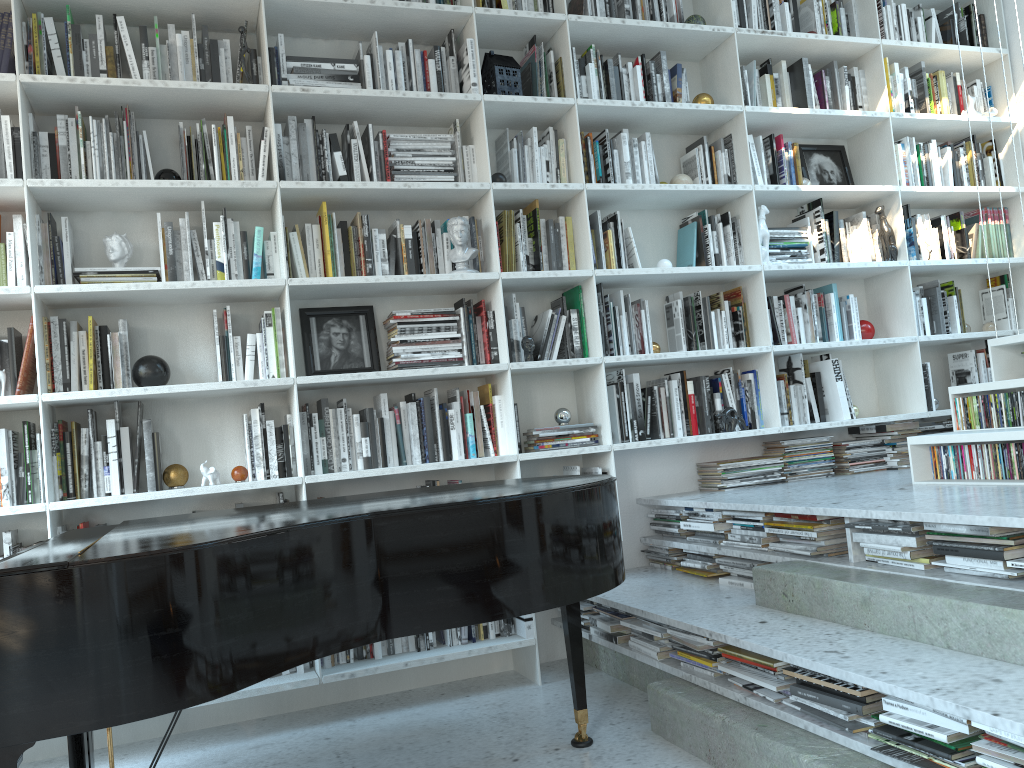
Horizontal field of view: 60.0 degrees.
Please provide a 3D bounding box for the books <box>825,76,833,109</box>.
[{"bbox_3d":[1.532,-1.396,4.429,0.031,0.217,0.165,-5,-4,-20],"label":"books"}]

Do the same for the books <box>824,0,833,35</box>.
[{"bbox_3d":[1.552,-1.781,4.476,0.031,0.248,0.164,-5,-4,-20],"label":"books"}]

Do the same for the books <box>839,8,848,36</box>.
[{"bbox_3d":[1.633,-1.767,4.503,0.029,0.210,0.169,-5,-4,-20],"label":"books"}]

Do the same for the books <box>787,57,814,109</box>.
[{"bbox_3d":[1.367,-1.411,4.330,0.032,0.265,0.245,-5,-4,-20],"label":"books"}]

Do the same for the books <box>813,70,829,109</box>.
[{"bbox_3d":[1.500,-1.406,4.411,0.014,0.239,0.189,-5,-4,-20],"label":"books"}]

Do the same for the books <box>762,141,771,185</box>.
[{"bbox_3d":[1.196,-1.028,4.309,0.043,0.268,0.131,-5,-4,-20],"label":"books"}]

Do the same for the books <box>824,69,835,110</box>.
[{"bbox_3d":[1.552,-1.420,4.448,0.023,0.263,0.156,-5,-4,-20],"label":"books"}]

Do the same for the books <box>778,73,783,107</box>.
[{"bbox_3d":[1.273,-1.385,4.362,0.024,0.236,0.146,-5,-4,-20],"label":"books"}]

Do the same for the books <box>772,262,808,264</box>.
[{"bbox_3d":[1.274,-0.562,4.274,0.254,0.012,0.161,-4,-4,-24],"label":"books"}]

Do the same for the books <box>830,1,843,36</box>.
[{"bbox_3d":[1.594,-1.777,4.484,0.018,0.235,0.186,-5,-4,-20],"label":"books"}]

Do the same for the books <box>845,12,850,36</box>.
[{"bbox_3d":[1.677,-1.769,4.544,0.031,0.211,0.131,-5,-4,-20],"label":"books"}]

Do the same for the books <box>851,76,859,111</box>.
[{"bbox_3d":[1.691,-1.416,4.502,0.022,0.234,0.158,-5,-4,-20],"label":"books"}]

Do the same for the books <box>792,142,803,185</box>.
[{"bbox_3d":[1.346,-1.029,4.329,0.026,0.243,0.178,-5,-4,-20],"label":"books"}]

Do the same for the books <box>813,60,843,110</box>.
[{"bbox_3d":[1.576,-1.439,4.443,0.022,0.294,0.181,-5,-4,-20],"label":"books"}]

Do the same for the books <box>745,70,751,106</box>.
[{"bbox_3d":[1.101,-1.373,4.286,0.013,0.236,0.142,-5,-4,-20],"label":"books"}]

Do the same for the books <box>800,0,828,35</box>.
[{"bbox_3d":[1.525,-1.815,4.471,0.007,0.320,0.166,-5,-4,-20],"label":"books"}]

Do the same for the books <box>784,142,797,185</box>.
[{"bbox_3d":[1.320,-1.031,4.330,0.021,0.253,0.167,-5,-4,-20],"label":"books"}]

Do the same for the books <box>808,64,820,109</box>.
[{"bbox_3d":[1.460,-1.423,4.424,0.048,0.283,0.162,-5,-4,-20],"label":"books"}]

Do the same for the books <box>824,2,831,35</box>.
[{"bbox_3d":[1.539,-1.769,4.463,0.007,0.225,0.170,-5,-4,-20],"label":"books"}]

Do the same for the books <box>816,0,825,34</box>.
[{"bbox_3d":[1.502,-1.778,4.459,0.016,0.251,0.189,-5,-4,-20],"label":"books"}]

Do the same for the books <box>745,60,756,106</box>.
[{"bbox_3d":[1.129,-1.398,4.298,0.051,0.282,0.167,-5,-4,-20],"label":"books"}]

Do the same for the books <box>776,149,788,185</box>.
[{"bbox_3d":[1.267,-1.005,4.293,0.013,0.207,0.190,-5,-4,-20],"label":"books"}]

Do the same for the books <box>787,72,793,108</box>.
[{"bbox_3d":[1.324,-1.390,4.368,0.025,0.238,0.143,-5,-4,-20],"label":"books"}]

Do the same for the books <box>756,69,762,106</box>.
[{"bbox_3d":[1.164,-1.384,4.319,0.026,0.250,0.130,-5,-4,-20],"label":"books"}]

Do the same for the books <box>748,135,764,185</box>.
[{"bbox_3d":[1.135,-1.035,4.271,0.065,0.288,0.146,-5,-4,-20],"label":"books"}]

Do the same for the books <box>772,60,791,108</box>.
[{"bbox_3d":[1.301,-1.414,4.352,0.026,0.288,0.156,-5,-4,-20],"label":"books"}]

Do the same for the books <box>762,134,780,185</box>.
[{"bbox_3d":[1.229,-1.041,4.297,0.012,0.287,0.176,-5,-4,-20],"label":"books"}]

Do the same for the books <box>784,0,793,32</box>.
[{"bbox_3d":[1.340,-1.766,4.417,0.012,0.254,0.161,-5,-4,-20],"label":"books"}]

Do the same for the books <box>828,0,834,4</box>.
[{"bbox_3d":[1.602,-1.809,4.511,0.020,0.299,0.131,-5,-3,-20],"label":"books"}]

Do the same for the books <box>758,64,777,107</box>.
[{"bbox_3d":[1.218,-1.395,4.319,0.026,0.261,0.167,-5,-4,-20],"label":"books"}]

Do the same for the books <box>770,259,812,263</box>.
[{"bbox_3d":[1.274,-0.575,4.272,0.285,0.012,0.159,-5,-4,-15],"label":"books"}]

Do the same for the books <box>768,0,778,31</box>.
[{"bbox_3d":[1.243,-1.764,4.362,0.014,0.262,0.168,-5,-4,-20],"label":"books"}]

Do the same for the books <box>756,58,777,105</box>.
[{"bbox_3d":[1.231,-1.413,4.334,0.011,0.296,0.162,-5,-4,-20],"label":"books"}]

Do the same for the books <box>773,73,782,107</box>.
[{"bbox_3d":[1.253,-1.378,4.339,0.030,0.224,0.158,-5,-4,-20],"label":"books"}]

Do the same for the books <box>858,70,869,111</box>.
[{"bbox_3d":[1.741,-1.435,4.515,0.031,0.265,0.169,-5,-4,-20],"label":"books"}]

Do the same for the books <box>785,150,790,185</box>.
[{"bbox_3d":[1.296,-1.009,4.320,0.033,0.213,0.153,-5,-4,-20],"label":"books"}]

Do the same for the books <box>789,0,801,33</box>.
[{"bbox_3d":[1.364,-1.771,4.412,0.030,0.257,0.165,-5,-4,-20],"label":"books"}]

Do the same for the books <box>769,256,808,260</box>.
[{"bbox_3d":[1.272,-0.587,4.276,0.254,0.012,0.161,-5,-4,-16],"label":"books"}]

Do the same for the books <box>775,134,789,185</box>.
[{"bbox_3d":[1.272,-1.044,4.311,0.014,0.284,0.175,-5,-4,-20],"label":"books"}]

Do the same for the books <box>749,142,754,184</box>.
[{"bbox_3d":[1.103,-1.012,4.251,0.011,0.247,0.156,-5,-4,-20],"label":"books"}]

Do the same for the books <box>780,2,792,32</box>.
[{"bbox_3d":[1.306,-1.739,4.377,0.023,0.202,0.190,-5,-4,-20],"label":"books"}]

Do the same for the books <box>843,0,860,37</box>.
[{"bbox_3d":[1.708,-1.799,4.534,0.026,0.263,0.163,-5,-4,-20],"label":"books"}]

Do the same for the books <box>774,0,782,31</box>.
[{"bbox_3d":[1.261,-1.753,4.368,0.022,0.236,0.172,-5,-4,-20],"label":"books"}]

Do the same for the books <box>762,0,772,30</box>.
[{"bbox_3d":[1.200,-1.796,4.345,0.014,0.332,0.180,-5,-4,-20],"label":"books"}]

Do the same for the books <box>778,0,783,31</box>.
[{"bbox_3d":[1.278,-1.762,4.384,0.021,0.254,0.151,-5,-4,-20],"label":"books"}]

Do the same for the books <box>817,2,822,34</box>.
[{"bbox_3d":[1.487,-1.762,4.447,0.008,0.220,0.182,-5,-4,-20],"label":"books"}]

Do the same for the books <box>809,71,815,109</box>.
[{"bbox_3d":[1.420,-1.395,4.378,0.030,0.230,0.187,-5,-4,-20],"label":"books"}]

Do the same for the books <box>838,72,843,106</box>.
[{"bbox_3d":[1.603,-1.417,4.462,0.011,0.249,0.152,-5,-4,-20],"label":"books"}]

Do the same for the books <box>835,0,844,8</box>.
[{"bbox_3d":[1.649,-1.802,4.531,0.025,0.279,0.136,-5,-4,-20],"label":"books"}]

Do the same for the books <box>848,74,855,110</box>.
[{"bbox_3d":[1.657,-1.417,4.480,0.030,0.241,0.162,-5,-4,-20],"label":"books"}]

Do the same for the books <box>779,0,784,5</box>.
[{"bbox_3d":[1.310,-1.776,4.410,0.012,0.279,0.153,-5,-4,-20],"label":"books"}]

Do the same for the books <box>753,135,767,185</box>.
[{"bbox_3d":[1.172,-1.035,4.291,0.012,0.285,0.159,-5,-4,-20],"label":"books"}]

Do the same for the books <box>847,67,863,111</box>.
[{"bbox_3d":[1.712,-1.442,4.508,0.026,0.284,0.147,-5,-4,-20],"label":"books"}]

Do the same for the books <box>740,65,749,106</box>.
[{"bbox_3d":[1.088,-1.381,4.284,0.012,0.254,0.161,-5,-4,-20],"label":"books"}]

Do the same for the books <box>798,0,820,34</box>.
[{"bbox_3d":[1.473,-1.779,4.440,0.019,0.256,0.169,-5,-4,-20],"label":"books"}]

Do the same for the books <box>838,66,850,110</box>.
[{"bbox_3d":[1.627,-1.431,4.462,0.036,0.272,0.177,-5,-4,-20],"label":"books"}]

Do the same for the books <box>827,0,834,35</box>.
[{"bbox_3d":[1.569,-1.785,4.499,0.017,0.256,0.146,-5,-4,-20],"label":"books"}]

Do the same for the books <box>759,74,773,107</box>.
[{"bbox_3d":[1.198,-1.367,4.304,0.025,0.207,0.175,-5,-4,-20],"label":"books"}]
